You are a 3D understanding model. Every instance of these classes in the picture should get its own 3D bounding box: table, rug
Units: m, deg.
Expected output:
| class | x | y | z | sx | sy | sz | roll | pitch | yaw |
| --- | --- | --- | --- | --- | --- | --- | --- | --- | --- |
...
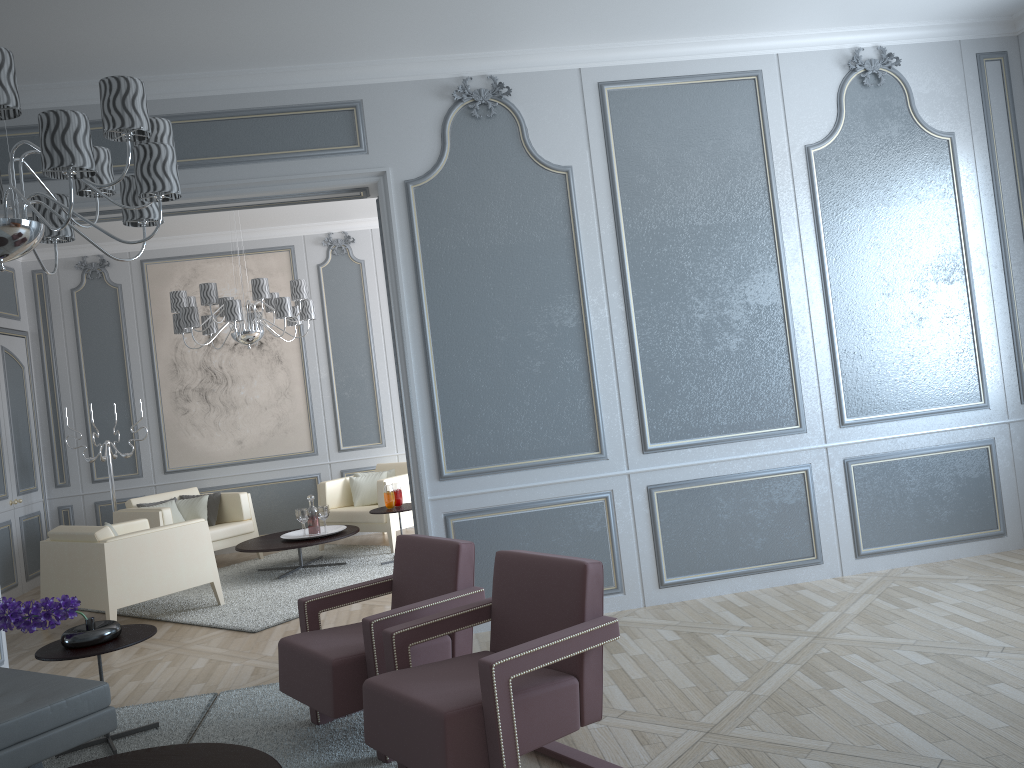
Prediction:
| class | x | y | z | sx | sy | sz | roll | pitch | yaw |
| --- | --- | --- | --- | --- | --- | --- | --- | --- | --- |
| table | -1.520 | 1.143 | 3.295 | 0.414 | 0.385 | 0.414 | -7 | 0 | -20 |
| table | -0.779 | 1.063 | 6.264 | 0.414 | 0.385 | 0.414 | -7 | -1 | 40 |
| table | -1.538 | 1.227 | 6.434 | 0.882 | 0.239 | 0.882 | -7 | 0 | -10 |
| rug | -1.041 | 1.285 | 2.160 | 2.019 | 0.010 | 3.203 | -7 | 0 | -7 |
| table | -0.982 | 1.163 | 2.127 | 0.882 | 0.239 | 0.882 | -7 | 0 | 10 |
| rug | -1.545 | 1.343 | 6.129 | 1.998 | 0.010 | 2.002 | -7 | 0 | 38 |

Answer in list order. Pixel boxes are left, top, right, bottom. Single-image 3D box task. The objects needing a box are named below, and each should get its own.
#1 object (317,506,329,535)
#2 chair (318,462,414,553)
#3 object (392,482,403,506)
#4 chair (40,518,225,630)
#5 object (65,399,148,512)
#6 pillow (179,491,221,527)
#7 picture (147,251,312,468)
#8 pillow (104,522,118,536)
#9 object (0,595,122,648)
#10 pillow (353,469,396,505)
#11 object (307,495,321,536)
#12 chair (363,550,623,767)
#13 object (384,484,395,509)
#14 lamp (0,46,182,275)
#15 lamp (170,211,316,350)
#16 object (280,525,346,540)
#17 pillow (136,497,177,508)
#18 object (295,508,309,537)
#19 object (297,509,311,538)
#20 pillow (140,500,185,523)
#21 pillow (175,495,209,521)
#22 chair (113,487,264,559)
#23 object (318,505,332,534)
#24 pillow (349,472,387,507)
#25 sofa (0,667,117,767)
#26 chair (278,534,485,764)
| class | x | y | z | sx | sy | sz | roll | pitch | yaw |
| --- | --- | --- | --- | --- | --- | --- | --- | --- | --- |
| object | -1.350 | 0.982 | 6.369 | 0.080 | 0.196 | 0.080 | -6 | -1 | -24 |
| chair | -1.028 | 0.973 | 7.129 | 0.854 | 0.621 | 0.738 | -7 | 0 | 38 |
| object | -0.823 | 0.791 | 6.347 | 0.075 | 0.166 | 0.075 | -8 | -1 | 42 |
| chair | -2.366 | 1.133 | 5.473 | 0.854 | 0.621 | 0.738 | -7 | 0 | 38 |
| object | -3.160 | 0.842 | 7.016 | 0.446 | 1.386 | 0.447 | -7 | -1 | 38 |
| pillow | -2.507 | 1.017 | 7.083 | 0.351 | 0.276 | 0.184 | -7 | -1 | 9 |
| picture | -2.433 | -0.220 | 7.650 | 1.199 | 1.752 | 0.001 | -7 | -1 | -7 |
| pillow | -2.506 | 1.019 | 5.524 | 0.182 | 0.285 | 0.360 | -7 | 0 | -1 |
| object | -1.658 | 0.855 | 3.228 | 0.425 | 0.221 | 0.206 | -7 | 0 | -37 |
| pillow | -1.117 | 0.851 | 7.265 | 0.351 | 0.276 | 0.184 | -7 | -1 | -1 |
| object | -1.440 | 0.945 | 6.408 | 0.086 | 0.290 | 0.086 | -7 | -1 | 14 |
| chair | -0.073 | 0.854 | 2.561 | 0.607 | 0.620 | 0.575 | -6 | -1 | -37 |
| object | -0.868 | 0.797 | 6.273 | 0.075 | 0.166 | 0.075 | -7 | -1 | -18 |
| lamp | -1.460 | -0.860 | 2.420 | 0.977 | 1.120 | 0.975 | -7 | -1 | -19 |
| lamp | -1.951 | -0.804 | 6.357 | 0.977 | 1.120 | 0.975 | -7 | -1 | -19 |
| object | -1.428 | 1.079 | 6.395 | 0.468 | 0.028 | 0.468 | -7 | 0 | 5 |
| pillow | -2.721 | 1.043 | 6.911 | 0.184 | 0.276 | 0.351 | -7 | -1 | 39 |
| object | -1.519 | 1.002 | 6.422 | 0.080 | 0.196 | 0.080 | -6 | -1 | -24 |
| object | -1.484 | 0.998 | 6.330 | 0.080 | 0.196 | 0.080 | -7 | -1 | -4 |
| pillow | -2.679 | 1.037 | 6.834 | 0.163 | 0.245 | 0.312 | -7 | 0 | 27 |
| pillow | -2.553 | 1.022 | 7.007 | 0.312 | 0.245 | 0.163 | -7 | -1 | -3 |
| chair | -2.548 | 1.154 | 6.933 | 0.736 | 0.621 | 0.856 | -7 | 0 | 38 |
| object | -1.361 | 0.983 | 6.452 | 0.080 | 0.196 | 0.080 | -6 | -1 | -24 |
| pillow | -1.149 | 0.855 | 7.182 | 0.312 | 0.245 | 0.163 | -7 | -1 | -13 |
| sofa | -2.197 | 1.082 | 2.115 | 0.809 | 0.668 | 2.206 | -7 | 0 | 33 |
| chair | -0.469 | 0.901 | 3.137 | 0.607 | 0.620 | 0.575 | -6 | -1 | -37 |
